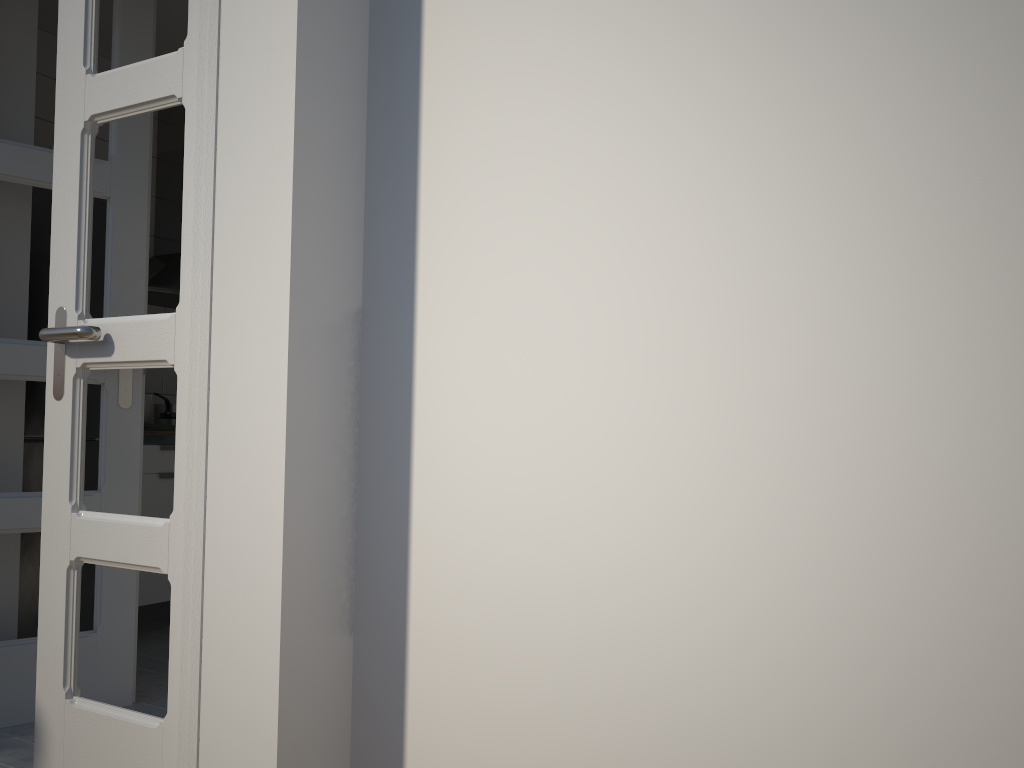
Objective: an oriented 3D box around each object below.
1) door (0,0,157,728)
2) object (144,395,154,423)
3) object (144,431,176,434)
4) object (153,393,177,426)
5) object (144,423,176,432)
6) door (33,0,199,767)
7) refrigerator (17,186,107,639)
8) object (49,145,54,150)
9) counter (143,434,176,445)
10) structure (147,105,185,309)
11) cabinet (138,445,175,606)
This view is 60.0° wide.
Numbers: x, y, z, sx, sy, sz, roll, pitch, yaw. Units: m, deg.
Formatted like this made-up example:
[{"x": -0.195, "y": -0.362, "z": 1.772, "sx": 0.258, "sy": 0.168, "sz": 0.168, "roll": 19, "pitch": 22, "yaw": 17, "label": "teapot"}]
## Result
[{"x": -1.378, "y": -0.182, "z": 2.598, "sx": 0.602, "sy": 2.324, "sz": 0.156, "roll": 2, "pitch": -2, "yaw": -41, "label": "door"}, {"x": -1.761, "y": 0.135, "z": 4.021, "sx": 0.247, "sy": 0.175, "sz": 0.247, "roll": 2, "pitch": -3, "yaw": -20, "label": "object"}, {"x": -1.518, "y": 0.208, "z": 3.789, "sx": 0.220, "sy": 0.012, "sz": 0.331, "roll": -1, "pitch": -4, "yaw": 29, "label": "object"}, {"x": -1.544, "y": 0.127, "z": 4.083, "sx": 0.200, "sy": 0.153, "sz": 0.348, "roll": 2, "pitch": -3, "yaw": -21, "label": "object"}, {"x": -1.518, "y": 0.184, "z": 3.784, "sx": 0.142, "sy": 0.053, "sz": 0.276, "roll": -2, "pitch": -5, "yaw": 45, "label": "object"}, {"x": -0.834, "y": -0.208, "z": 1.965, "sx": 0.602, "sy": 2.324, "sz": 0.157, "roll": 1, "pitch": -1, "yaw": 29, "label": "door"}, {"x": -1.943, "y": 0.112, "z": 3.301, "sx": 0.694, "sy": 1.799, "sz": 0.577, "roll": 0, "pitch": -2, "yaw": 29, "label": "refrigerator"}, {"x": -1.740, "y": -0.833, "z": 3.380, "sx": 0.172, "sy": 0.110, "sz": 0.159, "roll": 0, "pitch": -3, "yaw": 24, "label": "object"}, {"x": -1.029, "y": 0.317, "z": 4.973, "sx": 0.650, "sy": 0.045, "sz": 3.244, "roll": -1, "pitch": -4, "yaw": 29, "label": "counter"}, {"x": -1.495, "y": -0.923, "z": 4.312, "sx": 0.472, "sy": 1.091, "sz": 0.869, "roll": 0, "pitch": -2, "yaw": 29, "label": "structure"}, {"x": -1.033, "y": 0.735, "z": 4.961, "sx": 0.662, "sy": 0.794, "sz": 3.243, "roll": 0, "pitch": -3, "yaw": 29, "label": "cabinet"}]
